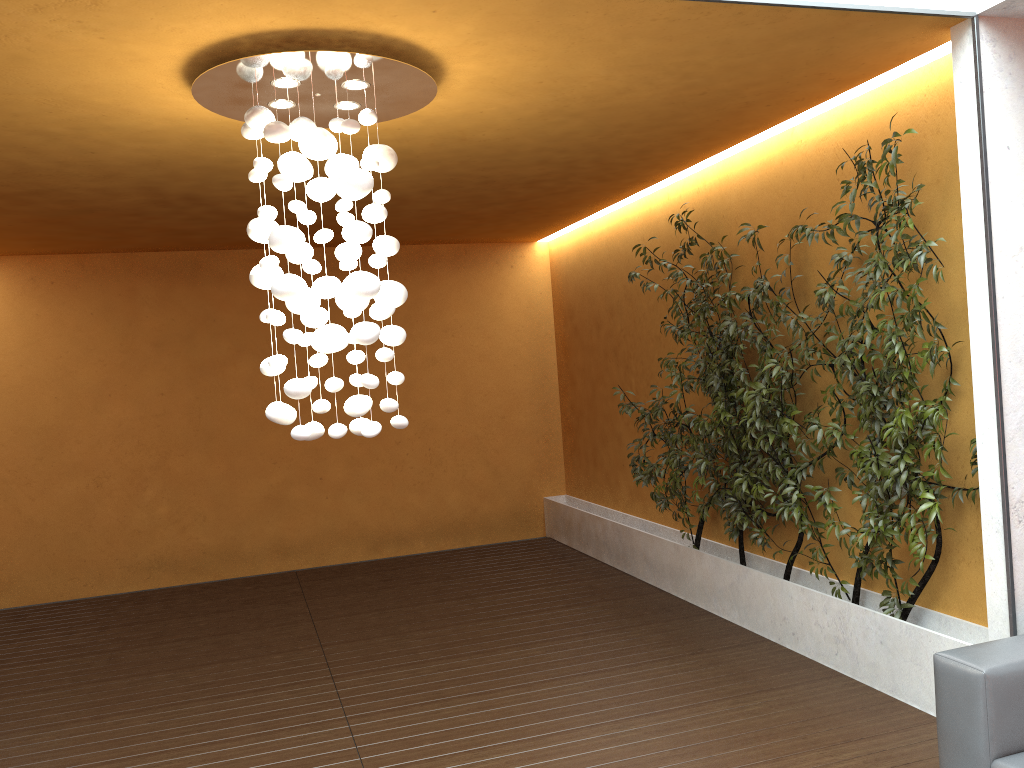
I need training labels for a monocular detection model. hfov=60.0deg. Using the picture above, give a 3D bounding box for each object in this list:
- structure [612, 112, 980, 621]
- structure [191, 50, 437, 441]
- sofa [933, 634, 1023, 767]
[{"bbox_3d":[1.423,0.023,5.122,0.622,2.483,3.166,-4,1,-18],"label":"structure"},{"bbox_3d":[-0.765,-0.521,3.736,1.002,1.529,1.002,-4,1,31],"label":"structure"},{"bbox_3d":[2.180,1.186,2.239,0.943,0.652,2.025,-4,1,-17],"label":"sofa"}]
